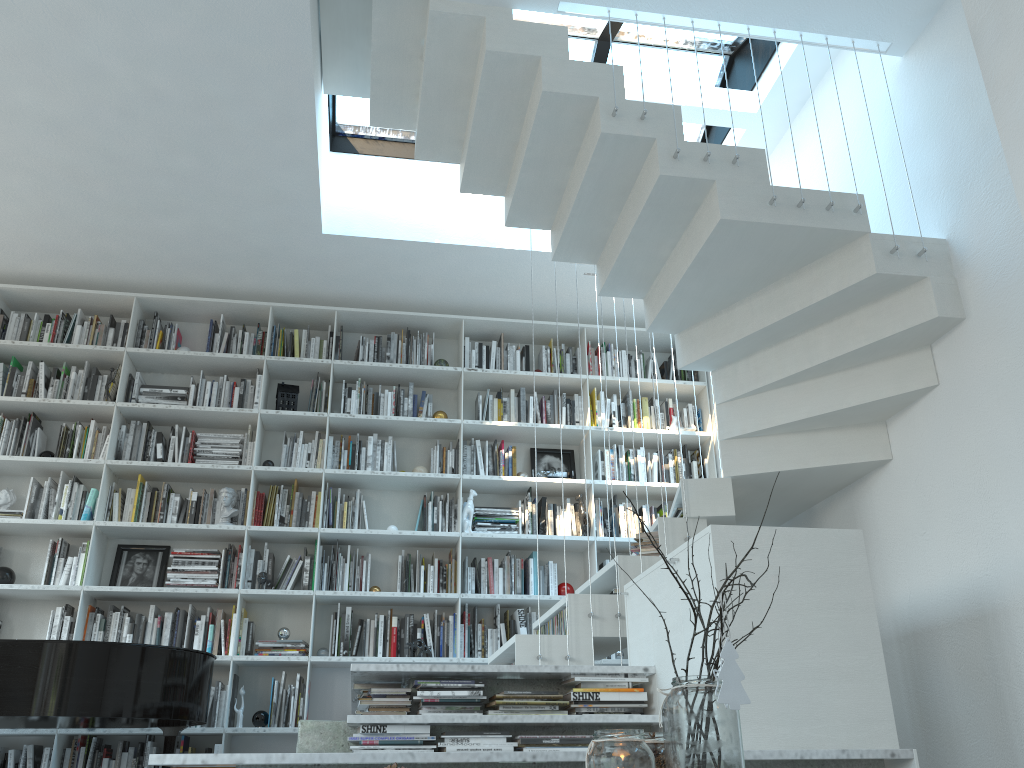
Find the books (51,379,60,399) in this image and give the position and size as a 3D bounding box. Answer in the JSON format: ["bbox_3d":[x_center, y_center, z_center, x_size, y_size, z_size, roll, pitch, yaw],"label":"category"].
[{"bbox_3d":[-2.815,0.087,5.504,0.028,0.179,0.169,3,-24,-9],"label":"books"}]

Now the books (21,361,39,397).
[{"bbox_3d":[-2.988,0.025,5.498,0.023,0.292,0.156,3,-24,-9],"label":"books"}]

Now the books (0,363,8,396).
[{"bbox_3d":[-3.138,0.028,5.479,0.067,0.273,0.168,3,-24,-9],"label":"books"}]

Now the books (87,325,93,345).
[{"bbox_3d":[-2.689,-0.249,5.691,0.029,0.212,0.142,3,-24,-9],"label":"books"}]

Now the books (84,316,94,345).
[{"bbox_3d":[-2.709,-0.279,5.691,0.014,0.268,0.157,3,-24,-9],"label":"books"}]

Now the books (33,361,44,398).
[{"bbox_3d":[-2.940,0.025,5.527,0.013,0.314,0.136,3,-24,-9],"label":"books"}]

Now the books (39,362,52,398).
[{"bbox_3d":[-2.892,0.031,5.504,0.075,0.284,0.179,3,-24,-9],"label":"books"}]

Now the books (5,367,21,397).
[{"bbox_3d":[-3.065,0.041,5.470,0.031,0.241,0.182,3,-24,-9],"label":"books"}]

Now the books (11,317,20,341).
[{"bbox_3d":[-3.116,-0.285,5.608,0.023,0.219,0.182,3,-24,-9],"label":"books"}]

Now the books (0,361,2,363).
[{"bbox_3d":[-3.190,0.016,5.492,0.014,0.307,0.130,3,-24,-9],"label":"books"}]

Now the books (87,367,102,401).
[{"bbox_3d":[-2.627,0.054,5.570,0.022,0.289,0.147,3,-24,-9],"label":"books"}]

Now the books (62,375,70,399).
[{"bbox_3d":[-2.761,0.077,5.517,0.010,0.207,0.174,3,-24,-9],"label":"books"}]

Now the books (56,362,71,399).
[{"bbox_3d":[-2.797,0.030,5.532,0.012,0.306,0.145,3,-24,-9],"label":"books"}]

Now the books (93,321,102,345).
[{"bbox_3d":[-2.646,-0.262,5.682,0.021,0.227,0.161,3,-24,-9],"label":"books"}]

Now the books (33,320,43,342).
[{"bbox_3d":[-3.009,-0.274,5.653,0.025,0.233,0.130,3,-24,-9],"label":"books"}]

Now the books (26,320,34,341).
[{"bbox_3d":[-3.034,-0.274,5.618,0.015,0.206,0.167,3,-24,-9],"label":"books"}]

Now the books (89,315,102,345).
[{"bbox_3d":[-2.663,-0.283,5.680,0.014,0.265,0.193,3,-24,-9],"label":"books"}]

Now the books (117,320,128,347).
[{"bbox_3d":[-2.507,-0.263,5.724,0.029,0.260,0.152,3,-24,-9],"label":"books"}]

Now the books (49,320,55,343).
[{"bbox_3d":[-2.904,-0.271,5.639,0.011,0.215,0.160,3,-24,-9],"label":"books"}]

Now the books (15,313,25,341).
[{"bbox_3d":[-3.094,-0.297,5.621,0.023,0.250,0.171,3,-24,-9],"label":"books"}]

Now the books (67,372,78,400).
[{"bbox_3d":[-2.719,0.067,5.517,0.021,0.225,0.192,3,-24,-9],"label":"books"}]

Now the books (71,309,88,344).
[{"bbox_3d":[-2.779,-0.305,5.688,0.014,0.314,0.167,3,-24,-9],"label":"books"}]

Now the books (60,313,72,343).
[{"bbox_3d":[-2.841,-0.295,5.660,0.013,0.275,0.165,3,-24,-9],"label":"books"}]

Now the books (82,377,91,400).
[{"bbox_3d":[-2.649,0.087,5.549,0.024,0.212,0.150,3,-24,-9],"label":"books"}]

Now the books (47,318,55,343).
[{"bbox_3d":[-2.917,-0.278,5.647,0.013,0.233,0.155,3,-24,-9],"label":"books"}]

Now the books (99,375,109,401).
[{"bbox_3d":[-2.553,0.082,5.569,0.025,0.236,0.153,3,-24,-9],"label":"books"}]

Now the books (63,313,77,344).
[{"bbox_3d":[-2.809,-0.293,5.662,0.052,0.271,0.173,3,-24,-9],"label":"books"}]

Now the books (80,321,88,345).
[{"bbox_3d":[-2.728,-0.266,5.681,0.026,0.234,0.135,3,-24,-9],"label":"books"}]

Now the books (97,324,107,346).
[{"bbox_3d":[-2.607,-0.253,5.668,0.026,0.199,0.188,3,-24,-9],"label":"books"}]

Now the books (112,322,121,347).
[{"bbox_3d":[-2.533,-0.257,5.707,0.026,0.236,0.149,3,-24,-9],"label":"books"}]

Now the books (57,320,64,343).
[{"bbox_3d":[-2.864,-0.272,5.662,0.029,0.234,0.130,3,-24,-9],"label":"books"}]

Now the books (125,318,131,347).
[{"bbox_3d":[-2.458,-0.268,5.720,0.014,0.266,0.172,3,-24,-9],"label":"books"}]

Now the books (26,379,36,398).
[{"bbox_3d":[-2.961,0.082,5.489,0.034,0.179,0.160,3,-24,-9],"label":"books"}]

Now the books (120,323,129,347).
[{"bbox_3d":[-2.476,-0.253,5.702,0.026,0.224,0.173,3,-24,-9],"label":"books"}]

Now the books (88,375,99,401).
[{"bbox_3d":[-2.598,0.081,5.541,0.030,0.217,0.183,3,-24,-9],"label":"books"}]

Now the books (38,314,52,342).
[{"bbox_3d":[-2.970,-0.291,5.657,0.028,0.266,0.152,3,-24,-9],"label":"books"}]

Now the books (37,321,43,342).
[{"bbox_3d":[-2.989,-0.268,5.645,0.012,0.215,0.151,3,-24,-9],"label":"books"}]

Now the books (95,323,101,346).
[{"bbox_3d":[-2.627,-0.256,5.669,0.013,0.206,0.178,3,-24,-9],"label":"books"}]

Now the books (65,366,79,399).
[{"bbox_3d":[-2.746,0.047,5.547,0.026,0.285,0.138,3,-24,-9],"label":"books"}]

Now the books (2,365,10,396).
[{"bbox_3d":[-3.098,0.034,5.475,0.011,0.258,0.158,3,-24,-9],"label":"books"}]

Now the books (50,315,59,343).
[{"bbox_3d":[-2.892,-0.287,5.648,0.013,0.250,0.184,3,-24,-9],"label":"books"}]

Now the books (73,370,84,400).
[{"bbox_3d":[-2.698,0.060,5.544,0.028,0.259,0.136,3,-24,-9],"label":"books"}]

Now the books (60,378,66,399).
[{"bbox_3d":[-2.783,0.085,5.539,0.024,0.211,0.128,3,-24,-9],"label":"books"}]

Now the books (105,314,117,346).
[{"bbox_3d":[-2.581,-0.283,5.705,0.013,0.284,0.160,3,-24,-9],"label":"books"}]

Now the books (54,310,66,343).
[{"bbox_3d":[-2.881,-0.307,5.661,0.010,0.297,0.151,3,-24,-9],"label":"books"}]

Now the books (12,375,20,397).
[{"bbox_3d":[-3.040,0.067,5.478,0.024,0.200,0.154,3,-24,-9],"label":"books"}]

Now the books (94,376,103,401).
[{"bbox_3d":[-2.573,0.081,5.549,0.022,0.221,0.161,3,-24,-9],"label":"books"}]

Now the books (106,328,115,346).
[{"bbox_3d":[-2.559,-0.238,5.683,0.031,0.184,0.177,3,-24,-9],"label":"books"}]

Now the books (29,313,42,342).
[{"bbox_3d":[-3.022,-0.299,5.633,0.010,0.263,0.161,3,-24,-9],"label":"books"}]

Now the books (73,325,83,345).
[{"bbox_3d":[-2.755,-0.250,5.659,0.031,0.189,0.182,3,-24,-9],"label":"books"}]

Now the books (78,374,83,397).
[{"bbox_3d":[-2.677,0.073,5.538,0.013,0.230,0.142,3,-24,-9],"label":"books"}]

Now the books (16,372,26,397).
[{"bbox_3d":[-3.013,0.058,5.480,0.029,0.218,0.158,3,-24,-9],"label":"books"}]

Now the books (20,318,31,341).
[{"bbox_3d":[-3.053,-0.281,5.603,0.029,0.207,0.179,3,-24,-9],"label":"books"}]

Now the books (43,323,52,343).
[{"bbox_3d":[-2.939,-0.262,5.640,0.030,0.200,0.152,3,-24,-9],"label":"books"}]

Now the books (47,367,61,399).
[{"bbox_3d":[-2.844,0.049,5.522,0.027,0.264,0.169,3,-24,-9],"label":"books"}]

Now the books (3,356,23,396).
[{"bbox_3d":[-3.086,0.006,5.480,0.012,0.313,0.172,3,-24,-9],"label":"books"}]

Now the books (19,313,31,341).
[{"bbox_3d":[-3.076,-0.297,5.619,0.012,0.248,0.175,3,-24,-9],"label":"books"}]

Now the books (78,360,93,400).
[{"bbox_3d":[-2.663,0.032,5.547,0.011,0.312,0.184,3,-24,-9],"label":"books"}]
